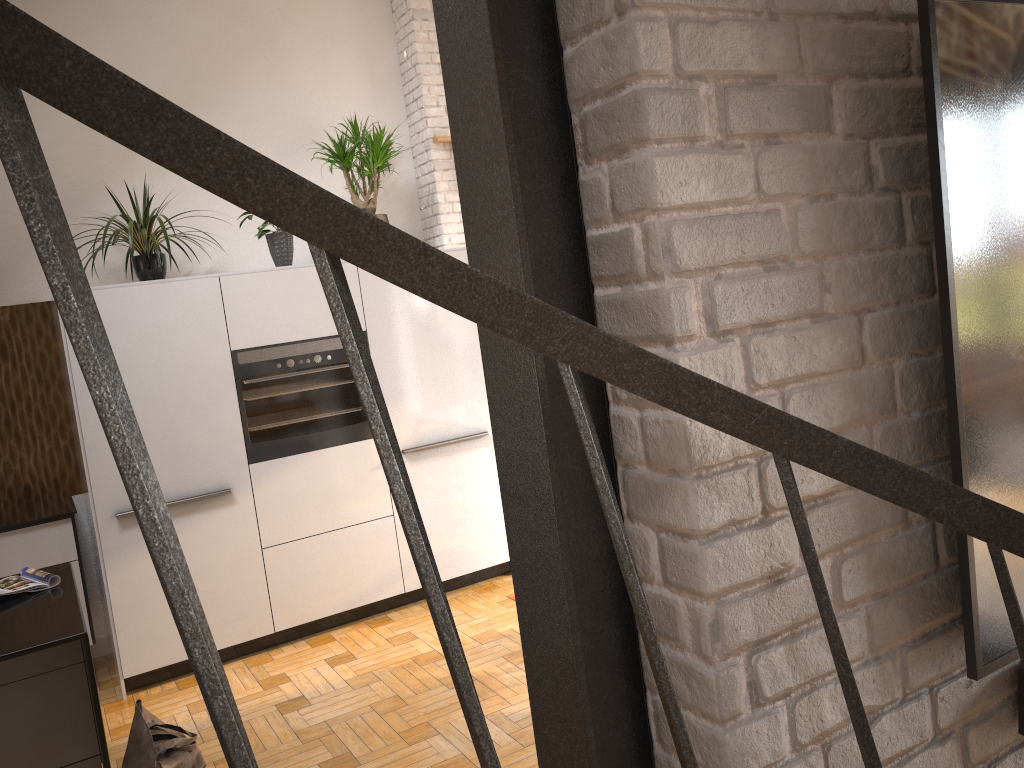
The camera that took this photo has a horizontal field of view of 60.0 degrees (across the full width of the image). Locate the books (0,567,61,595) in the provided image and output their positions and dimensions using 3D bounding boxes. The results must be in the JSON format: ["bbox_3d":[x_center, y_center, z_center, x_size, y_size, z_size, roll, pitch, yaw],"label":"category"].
[{"bbox_3d":[-1.733,0.696,3.073,0.281,0.044,0.223,-2,8,44],"label":"books"}]

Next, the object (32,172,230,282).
[{"bbox_3d":[-1.971,-0.811,4.660,1.019,0.582,0.924,-9,5,-10],"label":"object"}]

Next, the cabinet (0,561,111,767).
[{"bbox_3d":[-2.451,1.241,2.389,2.444,1.132,1.000,-11,6,-29],"label":"cabinet"}]

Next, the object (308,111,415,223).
[{"bbox_3d":[-0.855,-1.218,5.304,0.662,0.945,0.716,-7,5,11],"label":"object"}]

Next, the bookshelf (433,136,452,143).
[{"bbox_3d":[0.557,-0.567,6.361,2.207,2.409,0.357,-10,4,-29],"label":"bookshelf"}]

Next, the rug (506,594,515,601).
[{"bbox_3d":[1.452,1.072,4.276,1.944,0.024,2.783,-11,7,-29],"label":"rug"}]

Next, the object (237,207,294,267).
[{"bbox_3d":[-1.304,-0.868,4.886,0.397,0.469,0.364,-9,5,-16],"label":"object"}]

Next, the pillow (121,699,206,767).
[{"bbox_3d":[-1.265,1.388,3.177,0.320,0.389,0.425,-8,5,0],"label":"pillow"}]

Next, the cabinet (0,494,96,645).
[{"bbox_3d":[-3.596,1.097,3.901,3.100,0.913,0.624,-11,5,-29],"label":"cabinet"}]

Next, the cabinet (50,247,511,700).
[{"bbox_3d":[-1.223,0.347,5.095,2.258,1.997,0.825,-11,5,-29],"label":"cabinet"}]

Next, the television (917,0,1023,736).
[{"bbox_3d":[1.157,-0.094,1.437,1.471,0.988,0.085,-11,5,-29],"label":"television"}]
